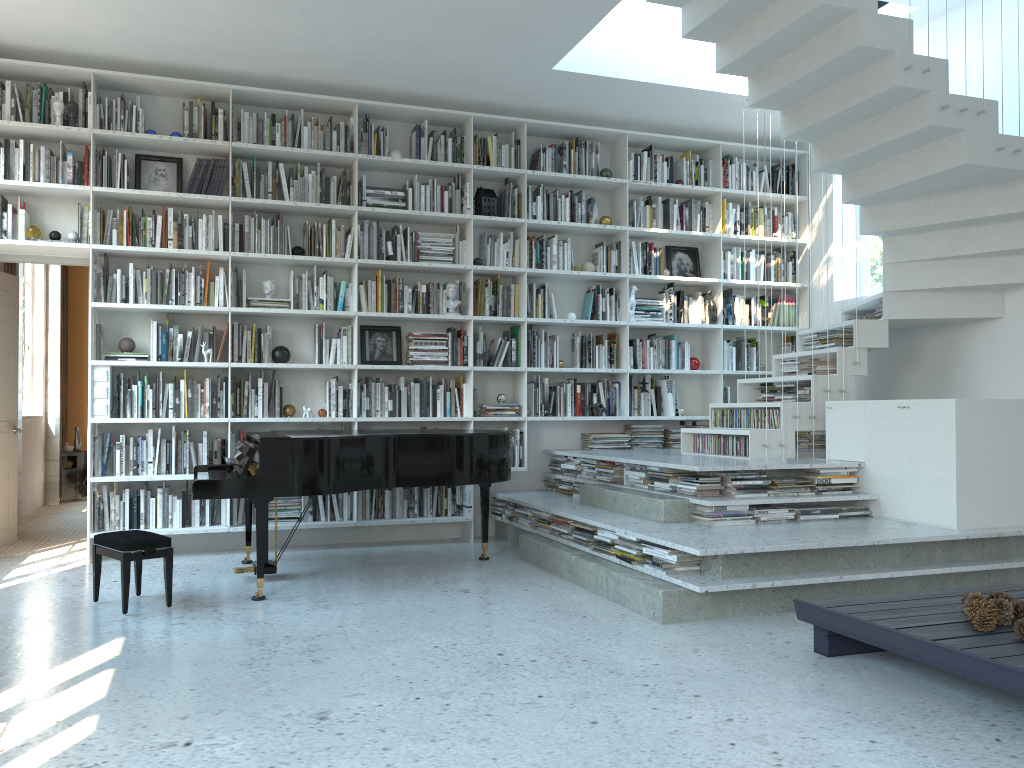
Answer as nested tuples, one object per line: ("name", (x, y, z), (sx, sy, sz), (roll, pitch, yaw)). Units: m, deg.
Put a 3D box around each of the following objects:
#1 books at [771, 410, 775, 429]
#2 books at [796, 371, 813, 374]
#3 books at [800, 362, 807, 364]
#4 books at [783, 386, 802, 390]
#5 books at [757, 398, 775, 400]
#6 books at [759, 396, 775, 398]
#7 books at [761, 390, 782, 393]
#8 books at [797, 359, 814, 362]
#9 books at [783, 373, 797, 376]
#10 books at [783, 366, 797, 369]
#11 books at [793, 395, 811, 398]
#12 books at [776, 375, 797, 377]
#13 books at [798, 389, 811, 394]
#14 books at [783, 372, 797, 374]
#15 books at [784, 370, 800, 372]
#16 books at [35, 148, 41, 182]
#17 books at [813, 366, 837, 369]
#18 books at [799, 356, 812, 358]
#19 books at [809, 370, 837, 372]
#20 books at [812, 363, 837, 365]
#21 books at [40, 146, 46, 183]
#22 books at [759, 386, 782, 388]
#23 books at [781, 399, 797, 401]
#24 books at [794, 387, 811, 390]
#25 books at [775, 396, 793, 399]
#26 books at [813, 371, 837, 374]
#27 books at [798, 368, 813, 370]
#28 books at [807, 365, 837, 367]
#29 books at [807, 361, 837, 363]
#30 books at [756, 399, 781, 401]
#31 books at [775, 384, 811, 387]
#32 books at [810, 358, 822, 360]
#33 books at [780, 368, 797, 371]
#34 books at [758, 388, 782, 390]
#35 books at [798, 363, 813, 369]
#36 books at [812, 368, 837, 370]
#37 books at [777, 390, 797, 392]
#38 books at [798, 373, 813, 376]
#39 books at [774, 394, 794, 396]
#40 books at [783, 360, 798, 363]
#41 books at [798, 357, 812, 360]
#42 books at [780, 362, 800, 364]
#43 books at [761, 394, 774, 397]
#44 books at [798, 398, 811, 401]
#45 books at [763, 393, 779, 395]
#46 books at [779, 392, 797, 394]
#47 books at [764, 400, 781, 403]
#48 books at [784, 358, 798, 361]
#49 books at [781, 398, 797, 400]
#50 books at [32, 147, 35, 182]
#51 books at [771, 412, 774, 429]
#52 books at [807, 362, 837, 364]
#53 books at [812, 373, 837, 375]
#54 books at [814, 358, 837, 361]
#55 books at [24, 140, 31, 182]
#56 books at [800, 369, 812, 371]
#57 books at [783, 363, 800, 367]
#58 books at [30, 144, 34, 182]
("books", (1.717, 0.227, 5.655), (0.125, 0.123, 0.035), (0, -1, -19))
("books", (2.100, -0.081, 6.121), (0.200, 0.014, 0.177), (0, -2, -15))
("books", (2.095, -0.147, 6.141), (0.159, 0.012, 0.129), (0, -2, -5))
("books", (1.982, 0.028, 6.147), (0.133, 0.017, 0.178), (0, -2, -15))
("books", (1.890, 0.107, 6.350), (0.158, 0.009, 0.216), (1, -2, -26))
("books", (1.887, 0.097, 6.349), (0.159, 0.012, 0.225), (0, -2, -11))
("books", (1.900, 0.055, 6.354), (0.140, 0.022, 0.181), (1, -2, -26))
("books", (2.100, -0.159, 6.122), (0.218, 0.012, 0.156), (0, -2, -3))
("books", (2.094, -0.069, 6.406), (0.136, 0.017, 0.288), (1, -2, -21))
("books", (2.093, -0.119, 6.406), (0.143, 0.019, 0.230), (1, -2, -20))
("books", (1.966, 0.082, 5.850), (0.172, 0.019, 0.240), (0, -2, 6))
("books", (2.071, -0.052, 6.397), (0.190, 0.018, 0.287), (1, -2, -20))
("books", (1.989, 0.052, 5.850), (0.141, 0.028, 0.222), (0, -2, 0))
("books", (2.091, -0.083, 6.405), (0.138, 0.010, 0.254), (1, -2, -22))
("books", (2.083, -0.093, 6.402), (0.160, 0.010, 0.179), (0, -2, -16))
("books", (-3.037, -1.369, 5.691), (0.021, 0.244, 0.173), (0, -1, -19))
("books", (2.111, -0.110, 5.858), (0.214, 0.014, 0.138), (0, -2, 8))
("books", (2.098, -0.187, 6.129), (0.155, 0.009, 0.155), (1, -2, -19))
("books", (2.117, -0.087, 5.884), (0.254, 0.007, 0.189), (0, -2, 8))
("books", (2.114, -0.129, 5.873), (0.231, 0.011, 0.171), (-1, -2, 17))
("books", (-3.004, -1.377, 5.701), (0.025, 0.261, 0.167), (0, -1, -19))
("books", (1.896, 0.023, 6.353), (0.161, 0.012, 0.195), (1, -2, -22))
("books", (1.975, 0.115, 6.143), (0.137, 0.013, 0.199), (0, -2, -13))
("books", (1.977, 0.031, 5.850), (0.168, 0.014, 0.212), (0, -2, 1))
("books", (1.959, 0.092, 6.137), (0.175, 0.016, 0.207), (1, -2, -25))
("books", (2.115, -0.078, 5.873), (0.215, 0.013, 0.189), (-1, -2, 13))
("books", (2.103, -0.104, 6.113), (0.188, 0.005, 0.181), (1, -2, -19))
("books", (2.111, -0.120, 5.858), (0.295, 0.006, 0.146), (-1, -2, 15))
("books", (2.111, -0.146, 5.859), (0.295, 0.007, 0.146), (-1, -2, 15))
("books", (1.883, 0.115, 6.347), (0.189, 0.007, 0.195), (1, -2, -22))
("books", (1.958, 0.012, 6.139), (0.177, 0.014, 0.194), (1, -2, -25))
("books", (2.111, -0.168, 5.861), (0.254, 0.005, 0.161), (-1, -2, 13))
("books", (2.092, -0.104, 6.406), (0.145, 0.012, 0.297), (1, -2, -20))
("books", (1.894, 0.039, 6.352), (0.159, 0.009, 0.208), (1, -2, -23))
("books", (2.104, -0.124, 6.109), (0.178, 0.035, 0.222), (0, -2, -15))
("books", (2.114, -0.097, 5.871), (0.222, 0.011, 0.180), (0, -2, 12))
("books", (1.957, 0.051, 6.137), (0.189, 0.012, 0.155), (0, -2, -16))
("books", (2.092, -0.066, 6.149), (0.184, 0.016, 0.128), (0, -2, -12))
("books", (1.958, 0.077, 6.137), (0.184, 0.013, 0.225), (1, -2, -22))
("books", (2.083, -0.163, 6.404), (0.157, 0.014, 0.180), (1, -2, -23))
("books", (2.100, -0.174, 6.124), (0.166, 0.017, 0.190), (0, -2, -17))
("books", (2.073, -0.151, 6.400), (0.173, 0.011, 0.203), (1, -2, -24))
("books", (1.900, 0.083, 6.354), (0.145, 0.015, 0.166), (1, -2, -25))
("books", (1.986, 0.100, 5.849), (0.136, 0.017, 0.288), (0, -2, 4))
("books", (1.907, 0.071, 6.356), (0.132, 0.010, 0.198), (0, -2, -15))
("books", (1.970, 0.064, 6.142), (0.149, 0.013, 0.220), (0, -2, -14))
("books", (1.915, 0.126, 6.358), (0.130, 0.014, 0.188), (1, -2, -19))
("books", (2.085, -0.178, 6.405), (0.157, 0.014, 0.180), (1, -2, -21))
("books", (1.975, 0.104, 6.143), (0.147, 0.008, 0.188), (0, -2, -15))
("books", (-3.052, -1.372, 5.685), (0.012, 0.249, 0.192), (0, -1, -19))
("books", (1.714, 0.227, 5.662), (0.125, 0.123, 0.034), (0, -1, -19))
("books", (2.111, -0.138, 5.859), (0.295, 0.007, 0.146), (0, -2, 11))
("books", (2.116, -0.065, 5.879), (0.206, 0.012, 0.183), (0, -2, 8))
("books", (2.115, -0.157, 5.876), (0.184, 0.016, 0.179), (0, -2, 9))
("books", (-3.091, -1.393, 5.681), (0.037, 0.291, 0.155), (0, -1, -19))
("books", (2.096, -0.094, 6.136), (0.139, 0.013, 0.155), (0, -2, -17))
("books", (2.088, -0.137, 6.405), (0.149, 0.017, 0.239), (1, -2, -21))
("books", (-3.064, -1.382, 5.682), (0.013, 0.268, 0.162), (0, -1, -19))
